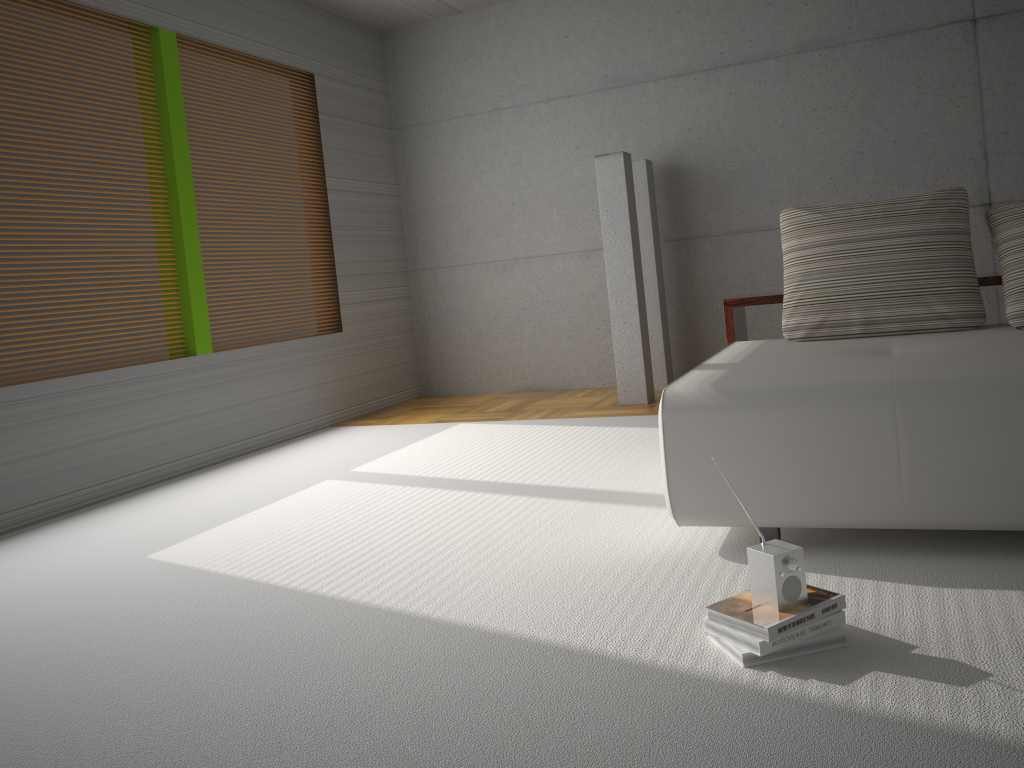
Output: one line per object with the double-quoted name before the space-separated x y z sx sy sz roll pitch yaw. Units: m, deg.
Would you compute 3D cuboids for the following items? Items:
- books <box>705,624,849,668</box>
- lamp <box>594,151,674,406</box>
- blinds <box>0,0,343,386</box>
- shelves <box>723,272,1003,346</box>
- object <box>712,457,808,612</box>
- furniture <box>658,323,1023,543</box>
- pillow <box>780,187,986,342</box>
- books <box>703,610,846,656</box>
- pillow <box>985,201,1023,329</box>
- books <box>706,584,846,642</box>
"books" 0.618 0.588 2.078 0.265 0.032 0.190 -7 7 -12
"lamp" 0.884 -0.755 6.270 0.199 1.686 0.803 -5 3 24
"blinds" -2.026 -1.071 5.247 0.012 2.037 3.558 -5 5 24
"shelves" 2.152 -0.134 3.980 2.245 0.713 0.403 -3 4 23
"object" 0.563 0.335 2.037 0.186 0.365 0.090 -7 3 -26
"furniture" 1.763 0.108 3.076 2.164 0.520 1.624 -3 7 23
"pillow" 1.586 -0.519 3.860 0.799 0.608 0.493 -4 4 23
"books" 0.615 0.557 2.077 0.266 0.032 0.189 -9 7 -27
"pillow" 2.355 -0.505 3.477 0.805 0.515 0.582 -4 5 24
"books" 0.619 0.524 2.074 0.266 0.032 0.189 -10 8 -32
